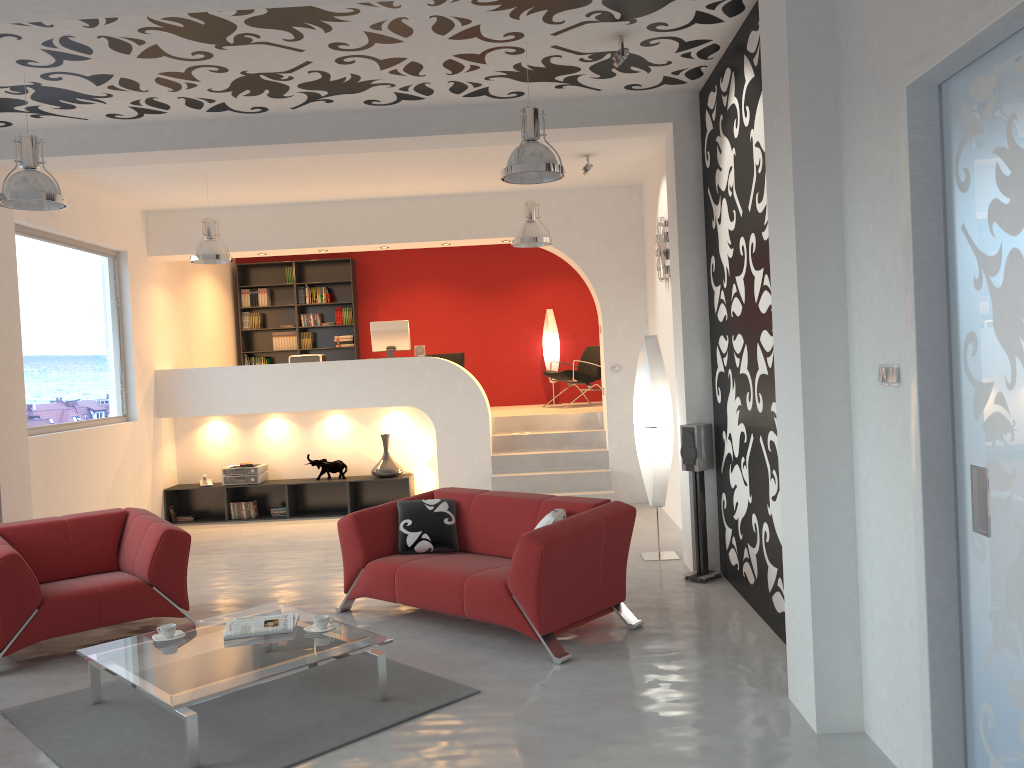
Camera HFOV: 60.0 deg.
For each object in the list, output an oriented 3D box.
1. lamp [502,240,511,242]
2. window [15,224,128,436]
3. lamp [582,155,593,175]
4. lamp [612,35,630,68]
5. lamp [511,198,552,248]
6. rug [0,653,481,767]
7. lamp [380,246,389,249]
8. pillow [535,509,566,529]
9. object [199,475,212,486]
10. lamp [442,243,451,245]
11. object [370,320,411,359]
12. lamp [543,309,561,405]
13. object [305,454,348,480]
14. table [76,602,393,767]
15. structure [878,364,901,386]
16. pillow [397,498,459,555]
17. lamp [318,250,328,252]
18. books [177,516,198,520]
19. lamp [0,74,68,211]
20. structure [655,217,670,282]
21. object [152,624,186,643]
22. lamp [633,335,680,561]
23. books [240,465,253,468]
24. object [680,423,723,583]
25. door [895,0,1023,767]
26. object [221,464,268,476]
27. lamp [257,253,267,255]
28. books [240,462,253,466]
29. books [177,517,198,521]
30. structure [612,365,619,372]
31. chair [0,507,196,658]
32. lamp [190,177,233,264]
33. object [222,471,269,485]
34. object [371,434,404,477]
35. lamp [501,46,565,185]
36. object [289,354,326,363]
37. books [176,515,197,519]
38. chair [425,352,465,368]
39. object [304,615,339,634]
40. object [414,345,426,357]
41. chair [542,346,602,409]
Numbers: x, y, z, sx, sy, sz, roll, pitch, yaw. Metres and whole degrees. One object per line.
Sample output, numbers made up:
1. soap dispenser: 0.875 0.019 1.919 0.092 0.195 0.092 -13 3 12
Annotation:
1. lamp: -0.066 -1.614 10.017 0.105 0.011 0.105 -3 1 -10
2. window: -4.185 -0.468 8.176 0.100 1.800 2.400 -3 1 1
3. lamp: 0.702 -2.029 8.224 0.112 0.176 0.118 -2 2 44
4. lamp: 0.642 -1.957 5.225 0.112 0.176 0.118 -2 2 44
5. lamp: 0.163 -1.695 8.253 0.379 0.800 0.379 -4 1 -28
6. rug: -1.353 1.575 4.398 1.700 0.025 1.700 -4 2 -44
7. lamp: -1.445 -1.545 10.047 0.105 0.011 0.105 -3 1 -10
8. pillow: 0.179 0.935 5.313 0.288 0.343 0.402 -3 1 9
9. object: -3.473 1.090 10.056 0.130 0.117 0.146 -3 1 -23
10. lamp: -0.746 -1.580 10.032 0.105 0.011 0.105 -3 1 -10
11. object: -1.431 -0.516 10.477 0.458 0.452 0.230 -3 1 1
12. lamp: 0.565 -0.382 12.585 0.237 1.349 0.237 -3 1 9
13. object: -2.116 0.940 10.132 0.507 0.296 0.191 -2 1 17
14. table: -1.370 1.431 4.387 1.097 0.286 1.162 -4 2 -44
15. structure: 1.383 -0.034 3.258 0.016 0.080 0.170 -3 1 1
16. pillow: -0.568 0.957 5.974 0.402 0.343 0.288 -3 1 -6
17. lamp: -2.144 -1.510 10.061 0.105 0.011 0.105 -3 1 -10
18. books: -3.706 1.530 10.131 0.190 0.015 0.135 -3 1 1
19. lamp: -2.901 -1.473 5.319 0.379 0.800 0.379 -2 2 30
20. structure: 1.391 -1.247 8.230 0.090 0.596 0.596 -3 1 1
21. object: -1.754 1.269 4.529 0.153 0.069 0.153 -4 2 -32
22. lamp: 1.145 0.501 7.121 0.313 1.779 0.313 -3 1 9
23. books: -3.022 0.930 10.097 0.135 0.015 0.190 -3 1 -19
24. object: 1.341 0.843 6.342 0.229 1.112 0.214 -4 2 -44
25. door: 1.483 0.210 2.277 0.240 2.550 1.600 -3 1 1
26. object: -3.051 0.977 10.132 0.430 0.077 0.349 -3 1 1
27. lamp: -2.842 -1.475 10.076 0.105 0.011 0.105 -3 1 -10
28. books: -3.026 0.915 10.107 0.135 0.015 0.190 -3 1 -14
29. books: -3.710 1.545 10.131 0.190 0.015 0.135 -3 1 1
30. structure: 1.141 -0.172 9.770 0.080 0.080 0.016 -3 1 1
31. chair: -2.759 1.252 5.657 1.288 0.738 0.951 -4 2 -39
32. lamp: -2.841 -1.545 8.317 0.379 0.800 0.379 -4 1 -28
33. object: -3.046 1.075 10.126 0.430 0.100 0.365 -3 1 1
34. object: -1.428 0.814 10.091 0.369 0.481 0.369 -4 2 -34
35. lamp: 0.103 -1.623 5.255 0.379 0.800 0.379 -3 1 -6
36. object: -2.412 -0.243 10.583 0.397 0.217 0.458 -3 1 1
37. books: -3.722 1.516 10.131 0.190 0.015 0.135 -3 1 1
38. chair: -1.026 -0.008 11.784 0.664 0.795 0.768 -2 1 21
39. object: -0.979 1.230 4.550 0.153 0.069 0.153 -2 1 28
40. object: -1.093 -0.381 10.523 0.133 0.147 0.151 -3 1 -15
41. chair: 0.862 -0.103 11.803 0.768 0.795 0.664 -3 1 -24
